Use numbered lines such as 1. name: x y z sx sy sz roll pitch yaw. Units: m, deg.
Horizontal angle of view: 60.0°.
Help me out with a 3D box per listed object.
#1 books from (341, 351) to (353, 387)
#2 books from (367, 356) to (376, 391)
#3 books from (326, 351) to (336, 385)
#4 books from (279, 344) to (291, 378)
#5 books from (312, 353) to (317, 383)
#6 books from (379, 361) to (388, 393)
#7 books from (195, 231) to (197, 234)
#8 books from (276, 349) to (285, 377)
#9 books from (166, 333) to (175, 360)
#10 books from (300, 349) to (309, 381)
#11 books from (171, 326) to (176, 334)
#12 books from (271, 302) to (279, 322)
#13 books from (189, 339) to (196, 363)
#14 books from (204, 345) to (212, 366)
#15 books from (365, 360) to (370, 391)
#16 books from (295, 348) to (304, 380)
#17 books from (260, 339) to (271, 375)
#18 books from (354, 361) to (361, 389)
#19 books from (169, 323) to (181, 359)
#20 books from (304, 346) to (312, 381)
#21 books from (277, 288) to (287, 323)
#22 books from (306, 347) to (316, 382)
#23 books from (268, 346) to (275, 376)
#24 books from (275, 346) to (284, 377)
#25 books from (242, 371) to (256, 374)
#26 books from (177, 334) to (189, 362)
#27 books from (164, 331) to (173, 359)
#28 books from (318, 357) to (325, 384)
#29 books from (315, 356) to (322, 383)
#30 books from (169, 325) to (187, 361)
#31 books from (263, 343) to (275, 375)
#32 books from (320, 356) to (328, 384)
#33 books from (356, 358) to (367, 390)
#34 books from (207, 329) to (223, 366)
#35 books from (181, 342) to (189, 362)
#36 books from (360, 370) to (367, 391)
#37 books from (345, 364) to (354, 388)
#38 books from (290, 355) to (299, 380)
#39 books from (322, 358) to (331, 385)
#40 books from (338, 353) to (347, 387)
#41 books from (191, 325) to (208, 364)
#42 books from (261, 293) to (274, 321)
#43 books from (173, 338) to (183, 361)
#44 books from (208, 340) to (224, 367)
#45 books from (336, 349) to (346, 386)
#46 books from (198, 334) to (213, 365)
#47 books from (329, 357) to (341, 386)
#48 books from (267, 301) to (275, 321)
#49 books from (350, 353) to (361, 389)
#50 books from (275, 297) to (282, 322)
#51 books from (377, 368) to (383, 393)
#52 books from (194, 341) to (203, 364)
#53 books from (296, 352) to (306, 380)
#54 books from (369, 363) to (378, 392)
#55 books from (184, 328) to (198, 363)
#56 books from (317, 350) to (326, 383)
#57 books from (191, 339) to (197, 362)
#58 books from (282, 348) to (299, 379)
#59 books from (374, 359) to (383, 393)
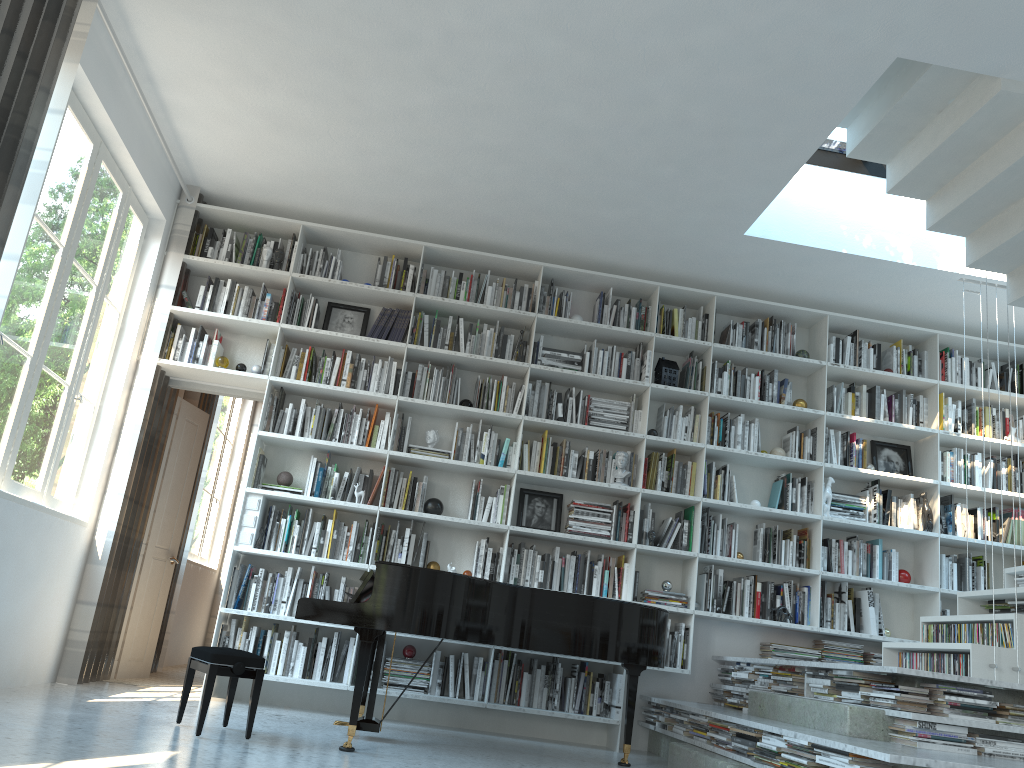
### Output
1. books: -1.120 -0.063 6.017 0.030 0.285 0.185 9 -16 -5
2. books: -0.959 -0.032 6.042 0.012 0.280 0.188 9 -16 -5
3. books: -1.227 -0.069 6.022 0.014 0.272 0.181 9 -16 -5
4. books: -1.536 -0.116 5.987 0.012 0.262 0.181 9 -16 -5
5. books: -1.339 -0.074 6.015 0.047 0.249 0.134 9 -16 -5
6. books: -0.879 -0.007 6.063 0.024 0.265 0.155 9 -16 -5
7. books: -2.207 -0.918 6.138 0.011 0.241 0.151 9 -16 -5
8. books: -1.556 -0.102 5.990 0.022 0.232 0.151 9 -16 -5
9. books: -2.270 -0.212 5.919 0.013 0.221 0.163 9 -16 -5
10. books: -1.398 -0.088 6.000 0.014 0.252 0.187 9 -16 -5
11. books: -2.290 -0.244 5.912 0.011 0.271 0.189 9 -16 -5
12. books: -1.620 -0.446 6.074 0.026 0.187 0.154 9 -16 -5
13. books: -2.131 -0.179 5.954 0.023 0.213 0.141 9 -16 -5
14. books: -2.028 -0.152 5.958 0.029 0.191 0.135 9 -16 -5
15. books: -0.985 -0.021 6.055 0.035 0.260 0.131 9 -16 -5
16. books: -1.439 -0.098 6.004 0.010 0.262 0.151 9 -16 -5
17. books: -1.663 -0.145 5.984 0.012 0.284 0.160 9 -16 -5
18. books: -1.051 -0.023 6.028 0.013 0.231 0.172 9 -16 -5
19. books: -2.254 -0.243 5.953 0.013 0.302 0.135 9 -16 -5
20. books: -1.380 -0.098 6.009 0.020 0.280 0.165 9 -16 -5
21. books: -1.580 -0.491 6.093 0.014 0.293 0.173 9 -16 -5
22. books: -1.364 -0.097 6.000 0.011 0.276 0.164 9 -16 -5
23. books: -1.594 -0.114 5.952 0.021 0.224 0.232 9 -16 -5
24. books: -1.572 -0.112 5.999 0.012 0.253 0.161 9 -16 -5
25. books: -1.832 -0.061 5.947 0.285 0.012 0.160 8 -17 -3
26. books: -2.195 -0.200 5.925 0.010 0.219 0.182 9 -16 -5
27. books: -2.282 -0.218 5.918 0.013 0.227 0.179 9 -16 -5
28. books: -1.286 -0.054 6.004 0.014 0.217 0.164 9 -16 -5
29. books: -1.312 -0.059 6.019 0.012 0.230 0.150 9 -16 -5
30. books: -2.235 -0.236 5.930 0.023 0.280 0.171 9 -16 -5
31. books: -1.639 -0.127 6.004 0.044 0.268 0.134 9 -16 -5
32. books: -1.273 -0.055 6.013 0.011 0.228 0.171 9 -16 -5
33. books: -1.031 -0.029 6.047 0.029 0.260 0.158 9 -16 -5
34. books: -1.998 -0.205 5.956 0.013 0.298 0.179 9 -16 -5
35. books: -2.181 -0.173 5.946 0.029 0.184 0.135 9 -16 -5
36. books: -1.010 0.010 6.037 0.022 0.185 0.137 9 -16 -5
37. books: -1.097 -0.017 6.003 0.029 0.195 0.192 9 -16 -5
38. books: -1.460 -0.073 5.977 0.026 0.194 0.176 9 -16 -5
39. books: -1.252 -0.048 6.007 0.031 0.216 0.173 9 -16 -5
40. books: -1.148 -0.059 6.017 0.023 0.270 0.187 9 -16 -5
41. books: -2.092 -0.224 5.931 0.013 0.296 0.188 9 -16 -5
42. books: -1.671 -0.478 6.061 0.029 0.228 0.192 9 -16 -5
43. books: -2.216 -0.189 5.928 0.029 0.196 0.161 9 -16 -5
44. books: -1.981 -0.164 5.933 0.029 0.210 0.187 9 -16 -5
45. books: -1.167 -0.073 6.038 0.014 0.303 0.152 9 -16 -5
46. books: -2.045 -0.189 5.923 0.021 0.236 0.189 9 -16 -5
47. books: -1.200 -0.047 6.024 0.047 0.237 0.163 9 -16 -5
48. books: -1.648 -0.450 6.086 0.029 0.195 0.146 9 -16 -5
49. books: -1.067 -0.048 6.044 0.025 0.285 0.161 9 -16 -5
50. books: -1.599 -0.462 6.096 0.014 0.235 0.144 9 -16 -5
51. books: -0.900 0.016 6.045 0.013 0.205 0.173 9 -16 -5
52. books: -2.083 -0.168 5.932 0.024 0.192 0.181 9 -16 -5
53. books: -1.421 -0.080 5.997 0.030 0.229 0.172 9 -16 -5
54. books: -0.941 -0.006 6.033 0.030 0.230 0.173 9 -16 -5
55. books: -2.147 -0.219 5.945 0.022 0.280 0.157 9 -16 -5
56. books: -1.297 -0.080 6.023 0.012 0.276 0.151 9 -16 -5
57. books: -2.112 -0.178 5.935 0.011 0.205 0.163 9 -16 -5
58. books: -1.502 -0.103 6.005 0.062 0.257 0.153 9 -16 -5
59. books: -0.913 -0.017 6.039 0.022 0.262 0.175 9 -16 -5
